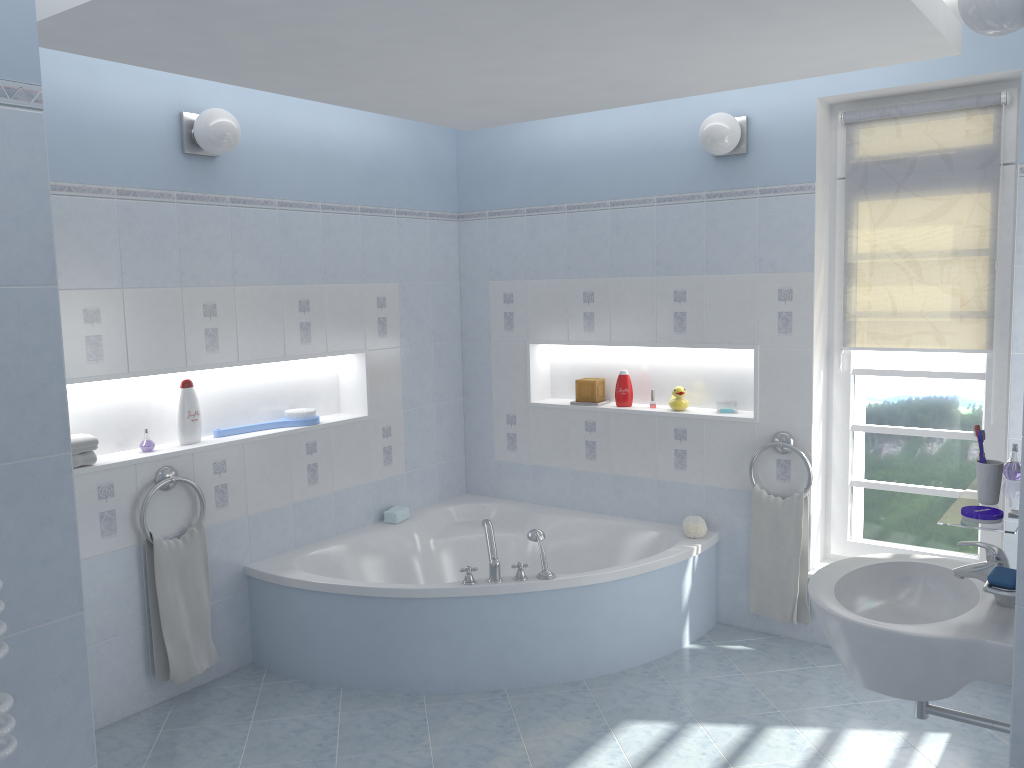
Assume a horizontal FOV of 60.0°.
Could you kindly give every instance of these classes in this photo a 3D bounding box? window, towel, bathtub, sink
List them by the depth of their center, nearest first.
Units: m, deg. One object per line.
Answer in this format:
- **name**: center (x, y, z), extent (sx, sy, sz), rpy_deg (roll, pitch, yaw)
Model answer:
- **sink**: center (1.047, 0.625, 2.279), extent (0.533, 0.489, 0.634), rpy_deg (3, 8, 36)
- **towel**: center (-1.690, 0.282, 3.292), extent (0.162, 0.060, 0.232), rpy_deg (4, 8, 38)
- **towel**: center (-1.686, 0.229, 3.295), extent (0.163, 0.062, 0.232), rpy_deg (4, 8, 38)
- **towel**: center (-1.324, 0.879, 3.589), extent (0.101, 0.634, 0.280), rpy_deg (3, 8, 33)
- **window**: center (1.744, -0.190, 3.814), extent (0.758, 2.067, 0.142), rpy_deg (3, 8, 36)
- **towel**: center (1.212, 0.769, 4.010), extent (0.280, 0.635, 0.083), rpy_deg (3, 8, 36)
- **bathtub**: center (-0.096, 0.884, 4.087), extent (1.596, 0.670, 1.578), rpy_deg (3, 8, 36)

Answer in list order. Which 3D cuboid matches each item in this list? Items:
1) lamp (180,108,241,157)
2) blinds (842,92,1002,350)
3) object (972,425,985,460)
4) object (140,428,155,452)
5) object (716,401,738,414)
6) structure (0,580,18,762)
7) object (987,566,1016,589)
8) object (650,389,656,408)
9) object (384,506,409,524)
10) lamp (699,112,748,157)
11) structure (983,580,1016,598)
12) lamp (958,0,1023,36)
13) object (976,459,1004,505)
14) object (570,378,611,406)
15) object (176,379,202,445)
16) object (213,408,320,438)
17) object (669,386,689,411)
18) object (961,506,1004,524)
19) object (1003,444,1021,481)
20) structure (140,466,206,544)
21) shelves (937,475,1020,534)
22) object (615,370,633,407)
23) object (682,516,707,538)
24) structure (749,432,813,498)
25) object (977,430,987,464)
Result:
- **lamp**: center (-1.189, -1.007, 3.545), extent (0.216, 0.180, 0.180), rpy_deg (3, 8, 36)
- **blinds**: center (1.695, -0.649, 3.718), extent (0.598, 1.032, 0.046), rpy_deg (3, 8, 36)
- **object**: center (1.107, 0.186, 2.099), extent (0.012, 0.178, 0.050), rpy_deg (-3, 7, -15)
- **object**: center (-1.477, 0.227, 3.589), extent (0.059, 0.094, 0.059), rpy_deg (2, 7, 30)
- **object**: center (1.032, 0.111, 4.256), extent (0.102, 0.053, 0.072), rpy_deg (0, 7, 11)
- **structure**: center (-1.096, 0.240, 1.387), extent (0.138, 0.950, 0.524), rpy_deg (3, 8, 36)
- **object**: center (1.123, 0.440, 2.020), extent (0.060, 0.027, 0.090), rpy_deg (4, 8, 38)
- **object**: center (0.710, 0.073, 4.471), extent (0.030, 0.096, 0.030), rpy_deg (-1, 7, 8)
- **object**: center (-0.595, 0.675, 4.571), extent (0.081, 0.059, 0.128), rpy_deg (1, 7, 23)
- **lamp**: center (0.922, -1.099, 3.905), extent (0.180, 0.180, 0.216), rpy_deg (3, 8, 36)
- **structure**: center (1.130, 0.459, 2.016), extent (0.092, 0.034, 0.124), rpy_deg (3, 8, 36)
- **lamp**: center (1.135, -0.891, 2.019), extent (0.216, 0.180, 0.180), rpy_deg (3, 8, 36)
- **object**: center (1.116, 0.231, 2.075), extent (0.058, 0.100, 0.058), rpy_deg (5, 9, 43)
- **object**: center (0.413, 0.039, 4.676), extent (0.160, 0.130, 0.160), rpy_deg (2, 7, 30)
- **object**: center (-1.369, 0.117, 3.751), extent (0.063, 0.276, 0.134), rpy_deg (1, 7, 24)
- **object**: center (-1.146, 0.174, 4.114), extent (0.534, 0.065, 0.172), rpy_deg (-7, 8, -39)
- **object**: center (0.820, 0.069, 4.366), extent (0.095, 0.122, 0.132), rpy_deg (-1, 6, 1)
- **object**: center (1.034, 0.287, 1.950), extent (0.083, 0.020, 0.083), rpy_deg (5, 9, 43)
- **object**: center (1.309, 0.203, 2.311), extent (0.059, 0.094, 0.059), rpy_deg (-1, 7, 8)
- **structure**: center (-1.364, 0.495, 3.559), extent (0.051, 0.332, 0.291), rpy_deg (3, 8, 36)
- **shelves**: center (1.180, 0.290, 2.139), extent (0.170, 0.045, 0.620), rpy_deg (3, 8, 36)
- **object**: center (0.572, 0.023, 4.536), extent (0.092, 0.190, 0.044), rpy_deg (0, 7, 10)
- **object**: center (0.863, 0.675, 4.186), extent (0.105, 0.077, 0.165), rpy_deg (-1, 7, 8)
- **structure**: center (1.210, 0.383, 3.988), extent (0.291, 0.332, 0.051), rpy_deg (3, 8, 36)
- **object**: center (1.101, 0.192, 2.063), extent (0.054, 0.175, 0.012), rpy_deg (-5, 7, -28)
